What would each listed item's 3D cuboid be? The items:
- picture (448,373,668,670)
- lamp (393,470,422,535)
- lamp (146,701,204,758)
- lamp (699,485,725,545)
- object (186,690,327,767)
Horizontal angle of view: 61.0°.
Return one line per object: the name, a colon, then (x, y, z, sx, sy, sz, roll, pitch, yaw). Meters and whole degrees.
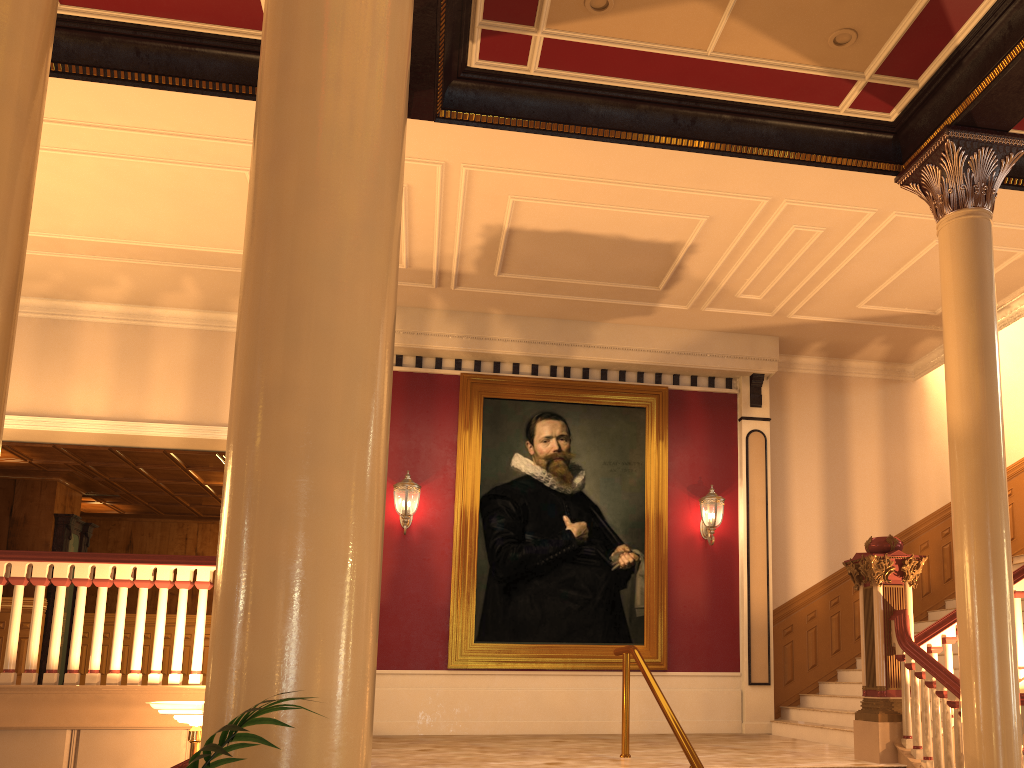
picture: (0.606, 1.599, 10.194, 2.579, 3.357, 0.056, 3, -10, -10)
lamp: (-1.182, 1.334, 9.744, 0.322, 0.709, 0.402, 2, -12, -7)
lamp: (-1.937, 2.899, 5.126, 0.602, 1.956, 0.575, 6, -11, -26)
lamp: (2.375, 1.567, 10.376, 0.322, 0.709, 0.402, 2, -12, -7)
object: (-0.483, 1.424, 0.945, 1.110, 2.092, 1.038, 5, -12, -19)
